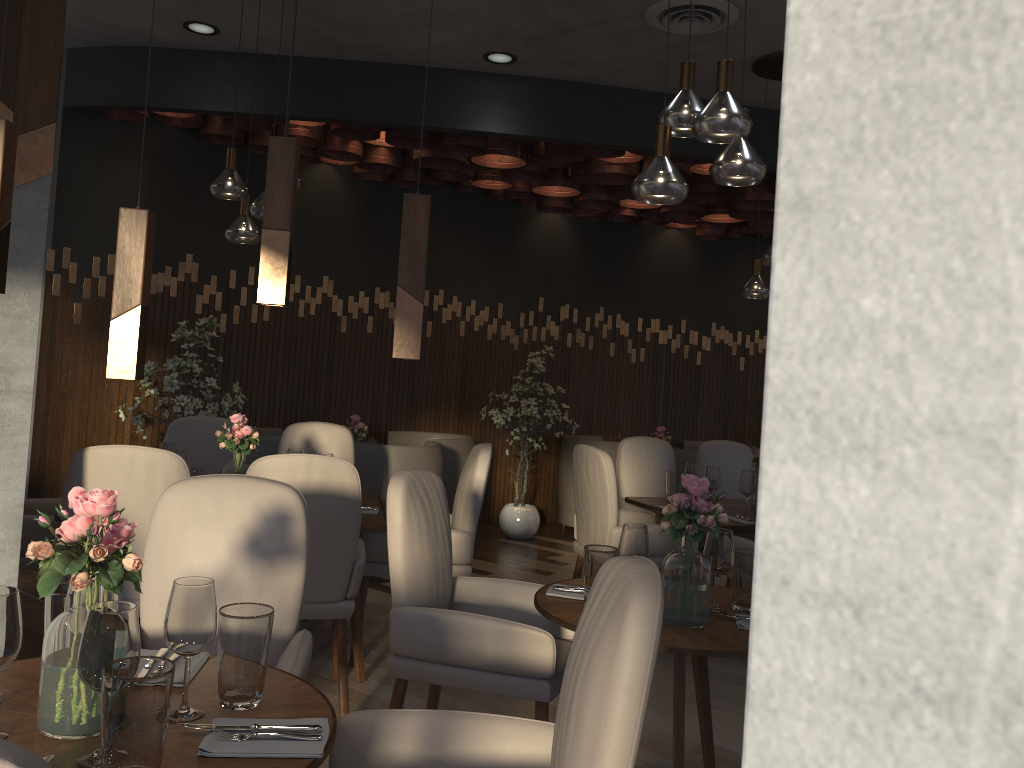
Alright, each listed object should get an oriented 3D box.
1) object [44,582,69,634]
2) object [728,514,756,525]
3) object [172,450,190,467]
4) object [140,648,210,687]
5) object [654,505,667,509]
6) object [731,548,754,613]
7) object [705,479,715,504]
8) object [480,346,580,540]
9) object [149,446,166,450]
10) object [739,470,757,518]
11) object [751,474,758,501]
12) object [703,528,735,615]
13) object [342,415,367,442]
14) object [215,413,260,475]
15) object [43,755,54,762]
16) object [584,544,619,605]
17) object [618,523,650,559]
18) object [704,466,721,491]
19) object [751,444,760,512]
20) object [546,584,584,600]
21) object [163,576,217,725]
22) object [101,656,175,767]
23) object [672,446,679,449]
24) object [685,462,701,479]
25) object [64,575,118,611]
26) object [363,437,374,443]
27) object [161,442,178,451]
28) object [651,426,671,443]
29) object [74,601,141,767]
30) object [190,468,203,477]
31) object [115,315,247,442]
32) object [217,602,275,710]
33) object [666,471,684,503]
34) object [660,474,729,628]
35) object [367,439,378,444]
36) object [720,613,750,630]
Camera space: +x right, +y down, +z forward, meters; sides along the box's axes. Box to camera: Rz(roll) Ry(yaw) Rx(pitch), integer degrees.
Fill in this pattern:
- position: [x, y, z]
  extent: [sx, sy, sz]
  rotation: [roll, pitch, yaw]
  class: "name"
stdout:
- position: [-0.874, 0.492, 1.755]
  extent: [0.102, 0.178, 0.102]
  rotation: [3, -1, 41]
  class: "object"
- position: [1.206, 0.696, 4.573]
  extent: [0.157, 0.019, 0.255]
  rotation: [4, 0, -19]
  class: "object"
- position: [-1.429, 0.409, 3.787]
  extent: [0.092, 0.245, 0.092]
  rotation: [3, -1, 16]
  class: "object"
- position: [-0.726, 0.582, 1.817]
  extent: [0.157, 0.019, 0.255]
  rotation: [4, 0, -5]
  class: "object"
- position: [0.921, 0.675, 4.872]
  extent: [0.255, 0.019, 0.157]
  rotation: [4, 0, -21]
  class: "object"
- position: [0.710, 0.595, 2.682]
  extent: [0.102, 0.178, 0.102]
  rotation: [3, -1, 18]
  class: "object"
- position: [1.030, 0.603, 4.744]
  extent: [0.102, 0.178, 0.102]
  rotation: [4, -1, -5]
  class: "object"
- position: [0.109, 0.474, 7.479]
  extent: [0.745, 1.618, 0.788]
  rotation: [4, -1, -25]
  class: "object"
- position: [-1.577, 0.399, 3.914]
  extent: [0.092, 0.245, 0.092]
  rotation: [5, -2, -32]
  class: "object"
- position: [1.257, 0.585, 4.737]
  extent: [0.092, 0.245, 0.092]
  rotation: [4, -1, 1]
  class: "object"
- position: [1.476, 0.630, 5.299]
  extent: [0.102, 0.178, 0.102]
  rotation: [4, -1, -1]
  class: "object"
- position: [0.613, 0.555, 2.637]
  extent: [0.092, 0.245, 0.092]
  rotation: [3, -2, 32]
  class: "object"
- position: [-1.165, 0.432, 6.543]
  extent: [0.198, 0.416, 0.210]
  rotation: [4, -1, 16]
  class: "object"
- position: [-1.246, 0.338, 4.009]
  extent: [0.198, 0.416, 0.210]
  rotation: [4, -1, 16]
  class: "object"
- position: [-0.722, 0.585, 1.258]
  extent: [0.157, 0.019, 0.255]
  rotation: [4, 0, -9]
  class: "object"
- position: [0.254, 0.564, 2.572]
  extent: [0.102, 0.178, 0.102]
  rotation: [3, -1, 30]
  class: "object"
- position: [0.357, 0.538, 2.615]
  extent: [0.092, 0.245, 0.092]
  rotation: [4, -1, -6]
  class: "object"
- position: [1.090, 0.574, 4.838]
  extent: [0.092, 0.245, 0.092]
  rotation: [4, -1, 4]
  class: "object"
- position: [1.430, 0.514, 4.970]
  extent: [0.198, 0.416, 0.210]
  rotation: [4, -1, -4]
  class: "object"
- position: [0.238, 0.643, 2.735]
  extent: [0.255, 0.019, 0.157]
  rotation: [4, 0, 14]
  class: "object"
- position: [-0.586, 0.480, 1.607]
  extent: [0.092, 0.245, 0.092]
  rotation: [4, -1, 12]
  class: "object"
- position: [-0.568, 0.515, 1.335]
  extent: [0.102, 0.178, 0.102]
  rotation: [4, -1, -13]
  class: "object"
- position: [1.459, 0.688, 7.993]
  extent: [0.092, 0.245, 0.092]
  rotation: [4, -1, 7]
  class: "object"
- position: [1.026, 0.568, 5.049]
  extent: [0.092, 0.245, 0.092]
  rotation: [3, -1, 25]
  class: "object"
- position: [-0.798, 0.465, 1.675]
  extent: [0.092, 0.245, 0.092]
  rotation: [4, -1, -3]
  class: "object"
- position: [-1.087, 0.522, 6.681]
  extent: [0.092, 0.245, 0.092]
  rotation: [4, -1, -12]
  class: "object"
- position: [-1.605, 0.396, 4.133]
  extent: [0.092, 0.245, 0.092]
  rotation: [3, -2, 34]
  class: "object"
- position: [1.355, 0.594, 8.124]
  extent: [0.210, 0.416, 0.198]
  rotation: [5, -2, -39]
  class: "object"
- position: [-0.645, 0.477, 1.412]
  extent: [0.092, 0.245, 0.092]
  rotation: [3, -1, 16]
  class: "object"
- position: [-1.352, 0.447, 3.710]
  extent: [0.102, 0.178, 0.102]
  rotation: [4, -1, -3]
  class: "object"
- position: [-2.170, 0.329, 5.814]
  extent: [0.747, 1.618, 0.787]
  rotation: [3, -2, 44]
  class: "object"
- position: [-0.510, 0.517, 1.683]
  extent: [0.102, 0.178, 0.102]
  rotation: [3, -1, 19]
  class: "object"
- position: [0.935, 0.595, 5.111]
  extent: [0.102, 0.178, 0.102]
  rotation: [3, -1, 39]
  class: "object"
- position: [0.505, 0.463, 2.500]
  extent: [0.198, 0.416, 0.210]
  rotation: [4, -1, -4]
  class: "object"
- position: [-1.024, 0.528, 6.465]
  extent: [0.092, 0.245, 0.092]
  rotation: [4, -1, 12]
  class: "object"
- position: [0.720, 0.676, 2.514]
  extent: [0.255, 0.019, 0.157]
  rotation: [4, 0, 12]
  class: "object"
